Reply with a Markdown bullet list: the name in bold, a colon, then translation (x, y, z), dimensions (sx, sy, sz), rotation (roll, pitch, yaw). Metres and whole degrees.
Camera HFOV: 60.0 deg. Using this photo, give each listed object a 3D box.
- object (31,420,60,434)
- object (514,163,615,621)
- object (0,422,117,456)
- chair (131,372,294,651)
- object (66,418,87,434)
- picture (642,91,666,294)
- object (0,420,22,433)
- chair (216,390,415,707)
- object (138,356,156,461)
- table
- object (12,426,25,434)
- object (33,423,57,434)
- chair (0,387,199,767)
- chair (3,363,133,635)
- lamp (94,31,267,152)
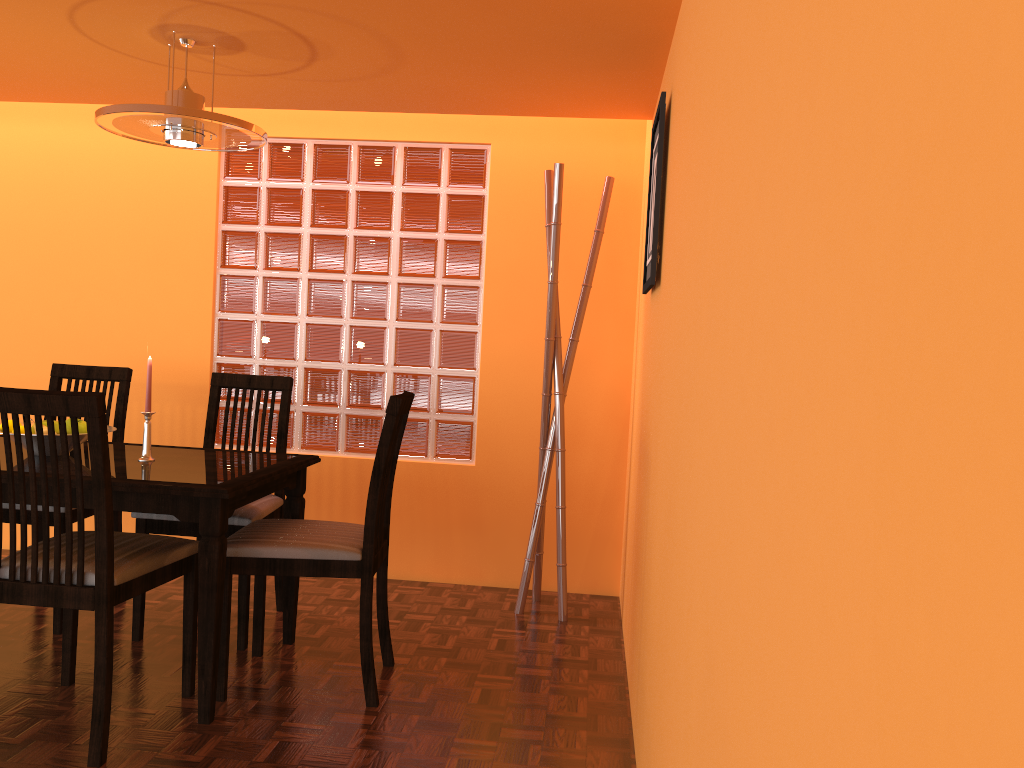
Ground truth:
- **object**: translation (-1.310, 0.141, 2.502), dimensions (0.087, 0.076, 0.089), rotation (3, 2, 11)
- **object**: translation (0.163, 0.035, 3.139), dimensions (0.226, 1.589, 0.308), rotation (4, 3, 27)
- **object**: translation (-1.287, 0.159, 2.471), dimensions (0.337, 0.072, 0.337), rotation (2, 3, -29)
- **chair**: translation (-0.926, 0.378, 2.847), dimensions (0.373, 0.809, 0.465), rotation (3, 2, 5)
- **object**: translation (-1.213, 0.127, 2.465), dimensions (0.069, 0.066, 0.069), rotation (4, 2, 15)
- **picture**: translation (0.365, -0.471, 2.284), dimensions (0.014, 0.456, 0.361), rotation (3, 2, 5)
- **object**: translation (-1.375, 0.121, 2.435), dimensions (0.055, 0.046, 0.046), rotation (2, 2, -12)
- **chair**: translation (-0.521, 0.417, 2.416), dimensions (0.465, 0.809, 0.373), rotation (3, 2, 0)
- **object**: translation (-1.001, 0.048, 2.442), dimensions (0.044, 0.326, 0.044), rotation (3, 2, -6)
- **table**: translation (-1.264, 0.489, 2.468), dimensions (1.259, 0.584, 0.697), rotation (3, 2, 5)
- **object**: translation (-1.333, 0.136, 2.409), dimensions (0.046, 0.046, 0.055), rotation (1, 3, -32)
- **object**: translation (-1.271, 0.140, 2.411), dimensions (0.066, 0.070, 0.055), rotation (2, 2, -13)
- **chair**: translation (-0.999, 0.406, 2.085), dimensions (0.373, 0.809, 0.465), rotation (3, 2, 5)
- **chair**: translation (-1.500, 0.346, 2.900), dimensions (0.373, 0.809, 0.465), rotation (3, 2, 5)
- **lamp**: translation (-0.879, -0.784, 2.385), dimensions (0.435, 0.274, 0.435), rotation (4, 3, 27)
